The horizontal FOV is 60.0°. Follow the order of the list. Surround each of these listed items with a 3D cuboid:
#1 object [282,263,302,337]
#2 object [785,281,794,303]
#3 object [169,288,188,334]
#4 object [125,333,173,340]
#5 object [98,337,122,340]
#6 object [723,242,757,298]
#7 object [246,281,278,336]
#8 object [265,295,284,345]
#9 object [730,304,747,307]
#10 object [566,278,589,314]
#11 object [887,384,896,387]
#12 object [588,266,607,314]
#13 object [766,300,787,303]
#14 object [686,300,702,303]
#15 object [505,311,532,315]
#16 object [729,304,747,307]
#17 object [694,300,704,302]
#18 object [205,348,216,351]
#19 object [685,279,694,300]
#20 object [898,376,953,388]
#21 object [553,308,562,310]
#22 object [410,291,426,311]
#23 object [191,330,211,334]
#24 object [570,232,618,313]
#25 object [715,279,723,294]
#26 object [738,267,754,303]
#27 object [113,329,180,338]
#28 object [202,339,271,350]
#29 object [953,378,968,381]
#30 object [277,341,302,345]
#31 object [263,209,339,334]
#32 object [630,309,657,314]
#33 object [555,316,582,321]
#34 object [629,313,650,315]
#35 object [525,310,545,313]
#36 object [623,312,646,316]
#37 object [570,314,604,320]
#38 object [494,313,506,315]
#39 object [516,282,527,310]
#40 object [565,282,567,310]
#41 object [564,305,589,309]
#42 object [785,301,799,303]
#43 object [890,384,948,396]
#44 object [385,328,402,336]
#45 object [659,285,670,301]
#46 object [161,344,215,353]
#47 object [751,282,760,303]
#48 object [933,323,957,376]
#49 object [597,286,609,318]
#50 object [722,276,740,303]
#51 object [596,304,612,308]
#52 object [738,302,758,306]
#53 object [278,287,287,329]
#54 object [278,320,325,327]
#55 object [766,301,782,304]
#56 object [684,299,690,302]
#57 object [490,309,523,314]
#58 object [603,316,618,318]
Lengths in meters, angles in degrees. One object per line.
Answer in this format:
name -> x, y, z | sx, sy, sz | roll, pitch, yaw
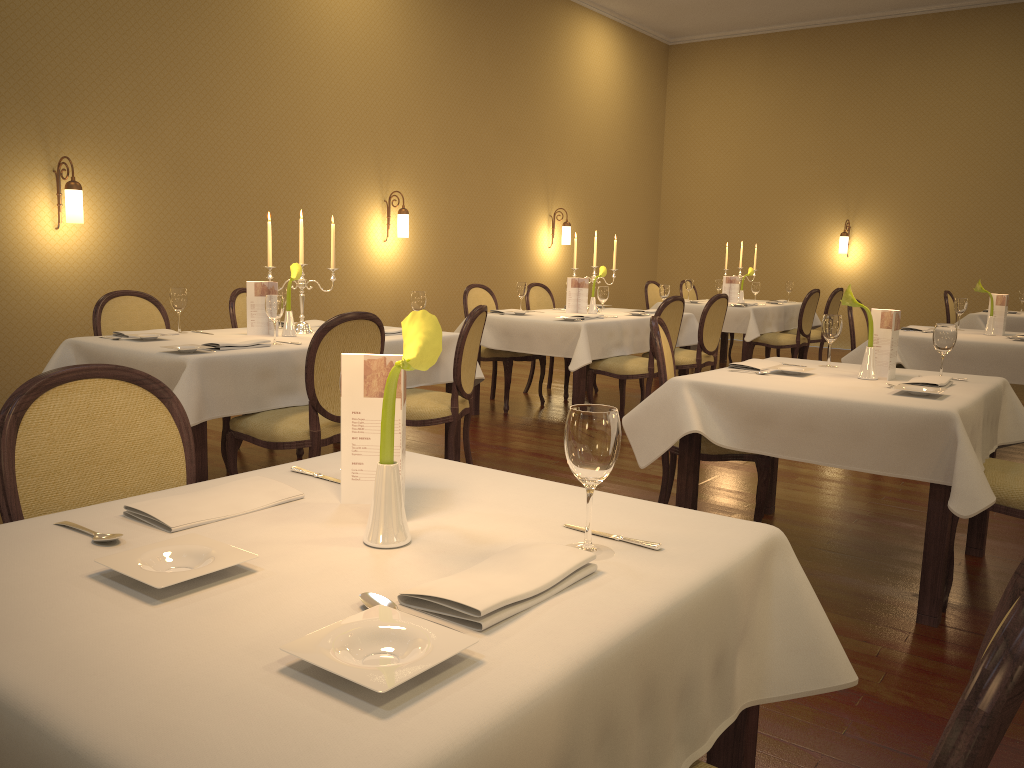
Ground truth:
object -> -1.110, -0.424, 4.469 | 0.076, 0.375, 0.163 | -4, 10, -32
object -> 3.034, -1.007, 9.709 | 0.088, 0.229, 0.088 | 1, 9, -6
object -> -1.693, -0.373, 4.509 | 0.088, 0.229, 0.088 | 1, 9, -6
object -> -1.708, -0.219, 4.171 | 0.160, 0.024, 0.160 | 8, 10, 36
object -> -1.883, -0.218, 4.159 | 0.181, 0.015, 0.038 | 8, 11, 37
object -> 2.442, -1.204, 9.491 | 0.390, 0.655, 0.131 | -1, 9, -20
object -> -1.256, -0.384, 4.522 | 0.166, 0.277, 0.081 | 3, 9, 7
object -> -1.102, -0.297, 4.117 | 0.088, 0.229, 0.088 | 1, 9, -6
object -> 2.182, -0.755, 8.551 | 0.160, 0.024, 0.160 | 8, 10, 36
object -> 0.511, -0.688, 6.915 | 0.166, 0.277, 0.081 | 3, 9, 7
object -> 1.471, 0.016, 3.263 | 0.181, 0.015, 0.038 | 8, 11, 37
object -> 0.657, -0.728, 6.863 | 0.076, 0.375, 0.163 | -4, 10, -32
object -> 2.860, -0.892, 9.581 | 0.142, 0.033, 0.273 | 8, 10, 36
object -> 1.844, -0.830, 8.980 | 0.160, 0.024, 0.160 | 8, 10, 36
object -> 0.059, -0.523, 6.564 | 0.160, 0.024, 0.160 | 8, 10, 36
object -> 2.206, -0.767, 8.660 | 0.181, 0.015, 0.038 | 8, 11, 37
object -> 1.969, -0.876, 9.355 | 0.185, 0.010, 0.017 | 8, 10, 36
object -> -1.346, -0.156, 3.851 | 0.181, 0.015, 0.038 | 8, 11, 37
object -> 1.859, -0.984, 9.319 | 0.088, 0.229, 0.088 | 1, 9, -6
object -> 1.582, -0.006, 3.387 | 0.142, 0.033, 0.273 | 8, 10, 36
object -> 0.411, -0.608, 7.245 | 0.185, 0.010, 0.017 | 8, 10, 36
object -> -0.518, -0.396, 4.899 | 0.088, 0.229, 0.088 | 1, 9, -6
object -> -1.583, -0.265, 4.545 | 0.185, 0.010, 0.017 | 8, 10, 36
object -> 0.657, -0.897, 7.074 | 0.390, 0.655, 0.131 | -1, 9, -20
object -> 2.266, -1.032, 9.723 | 0.088, 0.229, 0.088 | 1, 9, -6
object -> 2.441, -1.034, 9.279 | 0.076, 0.375, 0.163 | -4, 10, -32
object -> -1.798, -0.249, 4.365 | 0.142, 0.024, 0.273 | 8, 10, 36
object -> -1.235, -0.178, 3.974 | 0.142, 0.033, 0.273 | 8, 10, 36
object -> 1.756, -0.026, 3.617 | 0.185, 0.010, 0.017 | 8, 11, 37
object -> -1.062, -0.198, 4.205 | 0.185, 0.010, 0.017 | 8, 11, 37
object -> -1.110, -0.593, 4.681 | 0.390, 0.655, 0.131 | -1, 9, -20
object -> 1.076, -0.585, 7.165 | 0.142, 0.033, 0.273 | 8, 10, 36
object -> 0.398, -0.449, 6.135 | 0.160, 0.024, 0.160 | 8, 10, 36
object -> 1.004, -0.554, 7.002 | 0.185, 0.010, 0.017 | 8, 11, 37
object -> 0.184, -0.569, 6.939 | 0.185, 0.010, 0.017 | 8, 10, 36
object -> 0.966, -0.542, 6.874 | 0.160, 0.024, 0.160 | 8, 10, 36
object -> 0.532, -0.482, 6.367 | 0.142, 0.033, 0.273 | 8, 10, 36
object -> -0.116, -0.522, 6.553 | 0.181, 0.015, 0.038 | 8, 11, 37
object -> 0.074, -0.677, 6.902 | 0.088, 0.229, 0.088 | 1, 9, -6
object -> 0.481, -0.725, 7.307 | 0.088, 0.229, 0.088 | 0, 9, -12
object -> 0.572, -0.648, 7.487 | 0.142, 0.033, 0.273 | 8, 10, 36
object -> 3.087, -0.909, 9.792 | 0.181, 0.015, 0.038 | 8, 11, 37
object -> 1.448, 0.028, 3.154 | 0.160, 0.024, 0.160 | 8, 10, 36
object -> -0.692, -0.281, 4.772 | 0.142, 0.033, 0.273 | 8, 10, 36
object -> 1.249, -0.700, 7.292 | 0.088, 0.229, 0.088 | 1, 9, -6
object -> -1.370, -0.145, 3.742 | 0.160, 0.024, 0.160 | 8, 10, 36
object -> 2.450, -0.908, 8.926 | 0.088, 0.229, 0.088 | 1, 9, -6
object -> 1.716, -0.125, 3.529 | 0.088, 0.229, 0.088 | 0, 9, -12
object -> 0.666, -0.601, 6.510 | 0.088, 0.229, 0.088 | 1, 9, -6
object -> 2.296, -0.995, 9.331 | 0.166, 0.277, 0.081 | 3, 9, 7
object -> 0.765, -0.677, 7.740 | 0.160, 0.024, 0.160 | 8, 10, 36
object -> 2.317, -0.789, 8.784 | 0.142, 0.033, 0.273 | 8, 10, 36
object -> -1.286, -0.421, 4.914 | 0.088, 0.229, 0.088 | 0, 9, -12
object -> -1.195, -0.344, 5.094 | 0.142, 0.033, 0.273 | 8, 10, 36
object -> 2.751, -0.849, 9.290 | 0.160, 0.024, 0.160 | 8, 10, 36
object -> 1.754, -0.860, 9.174 | 0.142, 0.024, 0.273 | 8, 10, 36
object -> -0.030, -0.553, 6.758 | 0.142, 0.024, 0.273 | 8, 10, 36
object -> 0.706, -0.502, 6.598 | 0.185, 0.010, 0.017 | 8, 11, 37
